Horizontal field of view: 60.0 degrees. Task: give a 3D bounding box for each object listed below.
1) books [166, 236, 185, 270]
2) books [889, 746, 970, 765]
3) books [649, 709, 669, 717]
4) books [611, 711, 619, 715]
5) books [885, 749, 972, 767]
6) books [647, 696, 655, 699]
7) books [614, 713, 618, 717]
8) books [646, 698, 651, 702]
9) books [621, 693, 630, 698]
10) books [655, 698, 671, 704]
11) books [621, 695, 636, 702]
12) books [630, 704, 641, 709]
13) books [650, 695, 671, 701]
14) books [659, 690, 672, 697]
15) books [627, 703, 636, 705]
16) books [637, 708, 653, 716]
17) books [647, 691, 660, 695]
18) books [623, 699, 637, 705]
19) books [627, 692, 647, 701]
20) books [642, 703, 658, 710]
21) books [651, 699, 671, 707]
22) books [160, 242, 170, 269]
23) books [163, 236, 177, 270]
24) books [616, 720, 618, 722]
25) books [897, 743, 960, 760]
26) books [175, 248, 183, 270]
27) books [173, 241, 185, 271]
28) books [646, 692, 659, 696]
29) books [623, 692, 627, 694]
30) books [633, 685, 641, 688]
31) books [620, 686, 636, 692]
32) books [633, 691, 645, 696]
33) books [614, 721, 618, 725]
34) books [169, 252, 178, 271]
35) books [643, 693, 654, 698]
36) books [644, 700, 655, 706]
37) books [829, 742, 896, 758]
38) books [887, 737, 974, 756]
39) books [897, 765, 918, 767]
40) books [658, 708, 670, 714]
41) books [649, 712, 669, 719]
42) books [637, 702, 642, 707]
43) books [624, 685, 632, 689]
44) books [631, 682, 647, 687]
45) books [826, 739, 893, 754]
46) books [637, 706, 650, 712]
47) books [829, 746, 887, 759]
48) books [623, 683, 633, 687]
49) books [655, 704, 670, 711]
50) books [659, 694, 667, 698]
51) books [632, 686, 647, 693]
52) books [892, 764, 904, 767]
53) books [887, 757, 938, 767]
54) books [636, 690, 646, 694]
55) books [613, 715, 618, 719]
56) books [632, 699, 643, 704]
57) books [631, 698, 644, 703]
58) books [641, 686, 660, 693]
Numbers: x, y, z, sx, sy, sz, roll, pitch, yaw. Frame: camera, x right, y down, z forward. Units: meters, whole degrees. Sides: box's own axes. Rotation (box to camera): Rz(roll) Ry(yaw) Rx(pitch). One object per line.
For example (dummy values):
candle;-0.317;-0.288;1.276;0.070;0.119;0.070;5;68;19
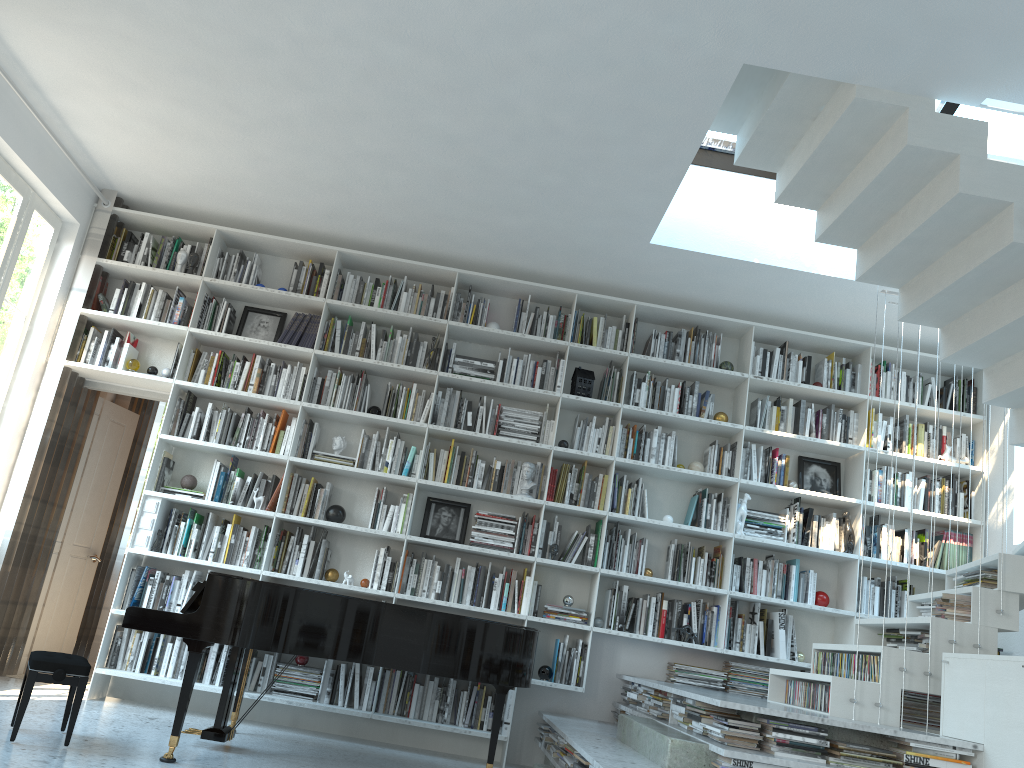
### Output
books;-2.369;-0.869;6.228;0.029;0.313;0.129;10;-15;-1
books;1.748;1.559;3.722;0.261;0.012;0.180;9;-16;2
books;0.858;1.781;4.776;0.178;0.014;0.248;11;-16;-3
books;0.741;2.105;5.636;0.184;0.006;0.263;10;-16;0
books;1.744;1.581;3.724;0.284;0.030;0.177;10;-16;0
books;0.862;1.806;5.069;0.144;0.013;0.221;9;-16;1
books;0.751;2.121;5.633;0.159;0.012;0.279;10;-16;-2
books;0.863;1.819;5.066;0.150;0.013;0.216;10;-16;-1
books;0.803;1.992;5.635;0.179;0.012;0.262;10;-16;-1
books;0.872;1.720;4.794;0.161;0.012;0.255;9;-16;2
books;0.797;2.005;5.631;0.175;0.017;0.266;9;-16;1
books;0.818;1.958;5.342;0.173;0.016;0.234;10;-16;-2
books;0.867;1.709;4.796;0.187;0.009;0.261;10;-16;-2
books;0.887;1.682;4.805;0.139;0.028;0.262;9;-16;3
books;0.814;2.040;5.623;0.134;0.014;0.182;11;-16;-4
books;0.833;1.878;5.048;0.183;0.012;0.297;10;-16;-2
books;0.865;1.777;5.077;0.149;0.013;0.220;9;-16;1
books;0.803;2.023;5.627;0.163;0.017;0.233;9;-16;1
books;0.816;1.898;5.358;0.189;0.029;0.238;11;-16;-4
books;0.842;1.851;5.056;0.164;0.023;0.243;9;-16;2
books;0.867;1.734;4.790;0.179;0.017;0.294;10;-16;0
books;-2.417;-0.849;6.223;0.030;0.257;0.130;10;-15;-1
books;-2.391;-0.871;6.216;0.014;0.303;0.146;10;-15;-1
books;0.744;2.154;5.624;0.144;0.005;0.258;9;-16;3
books;1.750;1.544;3.734;0.192;0.024;0.168;9;-16;3
books;-2.315;-0.818;6.213;0.021;0.225;0.157;10;-15;-1
books;-2.328;-0.844;6.220;0.013;0.274;0.159;10;-15;-1
books;0.863;1.787;5.074;0.160;0.010;0.180;10;-16;-1
books;0.812;1.983;5.638;0.156;0.009;0.288;11;-16;-3
books;0.843;1.849;5.373;0.159;0.007;0.286;10;-16;-2
books;0.804;1.952;5.646;0.171;0.015;0.253;11;-16;-6
books;0.830;1.882;5.363;0.171;0.007;0.207;9;-16;1
books;0.742;2.165;5.621;0.163;0.019;0.188;10;-16;-2
books;-2.353;-0.807;6.202;0.024;0.187;0.160;10;-16;-1
books;0.856;1.795;5.072;0.167;0.008;0.235;10;-16;-2
books;0.856;1.833;5.062;0.154;0.018;0.221;10;-16;-2
books;1.450;1.531;3.719;0.245;0.013;0.173;10;-16;-2
books;1.754;1.524;3.728;0.285;0.013;0.181;11;-16;-6
books;1.739;1.610;3.704;0.281;0.008;0.182;9;-16;3
books;0.882;1.770;4.781;0.138;0.017;0.238;10;-16;-2
books;0.849;1.792;4.773;0.182;0.011;0.254;9;-16;2
books;0.839;1.944;5.348;0.131;0.021;0.241;9;-16;1
books;0.816;1.943;5.649;0.167;0.008;0.235;10;-16;-2
books;0.834;1.834;5.376;0.171;0.020;0.194;11;-16;-6
books;1.452;1.518;3.715;0.203;0.011;0.173;11;-16;-6
books;0.830;1.866;5.051;0.190;0.012;0.236;11;-16;-3
books;1.447;1.543;3.721;0.179;0.010;0.160;9;-16;1
books;0.817;1.934;5.651;0.159;0.011;0.247;11;-16;-4
books;0.873;1.752;4.785;0.159;0.018;0.203;11;-16;-3
books;0.895;1.704;4.800;0.128;0.013;0.297;11;-16;-3
books;0.839;1.860;5.370;0.163;0.018;0.290;10;-16;-2
books;1.736;1.628;3.726;0.262;0.016;0.132;11;-16;-6
books;1.740;1.605;3.727;0.268;0.014;0.160;10;-16;-2
books;0.838;1.874;5.366;0.143;0.012;0.264;9;-16;3
books;0.746;2.132;5.630;0.170;0.012;0.215;10;-16;-1
books;0.829;1.927;5.351;0.152;0.009;0.260;11;-16;-4
books;0.826;1.918;5.353;0.163;0.008;0.295;11;-16;-3
books;0.855;1.761;5.081;0.165;0.015;0.243;11;-16;-6
